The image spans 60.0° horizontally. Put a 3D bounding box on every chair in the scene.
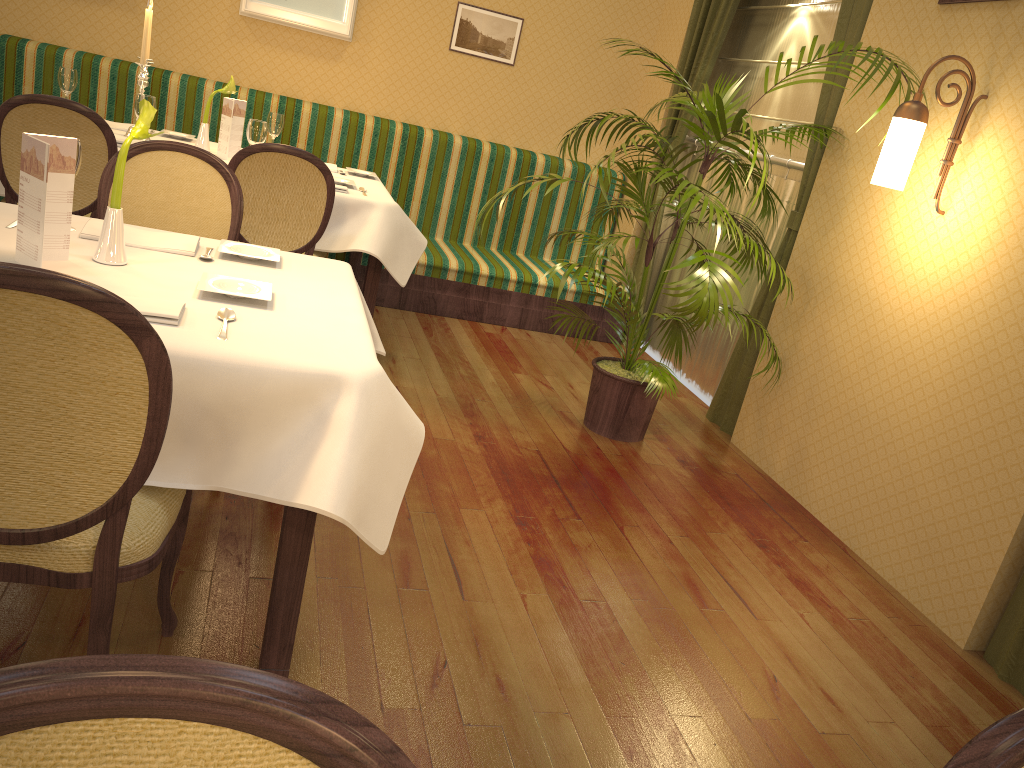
[{"bbox_3d":[-1.068,-0.597,3.898,0.530,0.955,0.571,8,18,-17],"label":"chair"},{"bbox_3d":[-1.874,-0.722,3.685,0.530,0.955,0.571,8,18,-17],"label":"chair"},{"bbox_3d":[-0.255,0.708,0.436,0.530,0.955,0.571,8,18,-17],"label":"chair"},{"bbox_3d":[-1.102,-0.239,2.755,0.530,0.955,0.571,8,18,-17],"label":"chair"},{"bbox_3d":[-0.867,0.185,1.611,0.530,0.955,0.571,8,18,-17],"label":"chair"},{"bbox_3d":[0.478,0.811,0.659,0.530,0.955,0.571,8,18,-17],"label":"chair"}]

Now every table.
[{"bbox_3d":[-0.967,0.093,2.142,1.395,0.759,1.389,9,18,-15],"label":"table"},{"bbox_3d":[-1.516,-0.744,4.343,2.152,0.759,1.385,8,18,-17],"label":"table"}]

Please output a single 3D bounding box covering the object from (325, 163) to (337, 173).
[{"bbox_3d":[-1.060,-1.160,4.672,0.273,0.033,0.142,8,18,-17],"label":"object"}]

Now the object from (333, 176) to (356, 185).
[{"bbox_3d":[-0.835,-0.969,4.252,0.160,0.024,0.160,8,18,-17],"label":"object"}]

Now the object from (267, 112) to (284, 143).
[{"bbox_3d":[-1.235,-1.285,4.593,0.088,0.229,0.088,23,20,29],"label":"object"}]

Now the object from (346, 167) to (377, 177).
[{"bbox_3d":[-0.813,-1.132,4.778,0.160,0.024,0.160,8,18,-17],"label":"object"}]

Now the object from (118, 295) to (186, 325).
[{"bbox_3d":[-0.804,-0.165,1.775,0.273,0.024,0.142,8,18,-17],"label":"object"}]

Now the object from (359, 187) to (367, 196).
[{"bbox_3d":[-0.698,-0.903,4.163,0.038,0.015,0.181,9,18,-15],"label":"object"}]

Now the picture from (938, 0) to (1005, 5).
[{"bbox_3d":[1.723,-1.649,3.066,0.022,0.619,0.412,8,18,-17],"label":"picture"}]

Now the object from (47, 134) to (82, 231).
[{"bbox_3d":[-1.141,-0.508,2.241,0.088,0.229,0.088,23,20,29],"label":"object"}]

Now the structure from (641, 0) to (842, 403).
[{"bbox_3d":[1.520,-2.112,4.569,0.123,4.511,1.942,8,18,-17],"label":"structure"}]

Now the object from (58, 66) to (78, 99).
[{"bbox_3d":[-2.166,-1.418,4.314,0.088,0.229,0.088,23,20,29],"label":"object"}]

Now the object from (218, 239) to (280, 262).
[{"bbox_3d":[-0.718,-0.355,2.426,0.160,0.024,0.160,8,18,-17],"label":"object"}]

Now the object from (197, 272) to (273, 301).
[{"bbox_3d":[-0.638,-0.215,2.049,0.160,0.024,0.160,8,18,-17],"label":"object"}]

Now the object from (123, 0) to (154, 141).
[{"bbox_3d":[-1.701,-1.464,4.102,0.131,0.655,0.390,10,18,-11],"label":"object"}]

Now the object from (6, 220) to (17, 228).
[{"bbox_3d":[-1.243,-0.415,2.242,0.017,0.010,0.185,8,18,-16],"label":"object"}]

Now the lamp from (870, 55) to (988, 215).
[{"bbox_3d":[1.447,-0.874,3.081,0.323,0.513,0.114,4,20,-27],"label":"lamp"}]

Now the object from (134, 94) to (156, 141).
[{"bbox_3d":[-1.605,-1.141,3.867,0.088,0.229,0.088,23,20,29],"label":"object"}]

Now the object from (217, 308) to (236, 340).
[{"bbox_3d":[-0.590,-0.124,1.815,0.038,0.015,0.181,9,18,-15],"label":"object"}]

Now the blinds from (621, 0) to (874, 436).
[{"bbox_3d":[1.415,-2.138,4.531,0.225,4.537,1.934,8,18,-18],"label":"blinds"}]

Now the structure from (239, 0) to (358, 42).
[{"bbox_3d":[-0.986,-3.553,4.964,0.670,2.985,0.200,8,18,-17],"label":"structure"}]

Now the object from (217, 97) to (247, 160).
[{"bbox_3d":[-1.343,-1.209,4.203,0.081,0.277,0.166,13,17,-1],"label":"object"}]

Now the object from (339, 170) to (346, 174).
[{"bbox_3d":[-0.900,-1.126,4.708,0.038,0.015,0.181,9,18,-15],"label":"object"}]

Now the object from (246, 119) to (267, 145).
[{"bbox_3d":[-1.143,-1.054,3.941,0.088,0.229,0.088,23,20,29],"label":"object"}]

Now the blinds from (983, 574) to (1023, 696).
[{"bbox_3d":[2.207,-0.924,1.336,0.129,4.537,1.878,8,18,-17],"label":"blinds"}]

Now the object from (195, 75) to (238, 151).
[{"bbox_3d":[-1.427,-1.308,4.275,0.163,0.375,0.076,3,20,-29],"label":"object"}]

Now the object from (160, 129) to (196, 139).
[{"bbox_3d":[-1.705,-1.264,4.524,0.160,0.024,0.160,8,18,-17],"label":"object"}]

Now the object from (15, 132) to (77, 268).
[{"bbox_3d":[-1.007,-0.387,1.890,0.081,0.277,0.166,10,18,-11],"label":"object"}]

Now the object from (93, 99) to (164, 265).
[{"bbox_3d":[-0.896,-0.472,2.068,0.076,0.375,0.163,15,17,4],"label":"object"}]

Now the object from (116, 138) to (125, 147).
[{"bbox_3d":[-1.802,-1.065,3.822,0.273,0.033,0.142,8,18,-17],"label":"object"}]

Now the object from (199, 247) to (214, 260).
[{"bbox_3d":[-0.806,-0.349,2.356,0.038,0.015,0.181,9,18,-15],"label":"object"}]

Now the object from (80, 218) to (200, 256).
[{"bbox_3d":[-0.966,-0.383,2.320,0.273,0.033,0.142,8,18,-17],"label":"object"}]

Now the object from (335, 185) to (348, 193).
[{"bbox_3d":[-0.892,-0.916,4.050,0.273,0.024,0.142,8,18,-17],"label":"object"}]

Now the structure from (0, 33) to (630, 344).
[{"bbox_3d":[-6.159,-1.838,3.862,14.516,1.031,0.850,8,18,-17],"label":"structure"}]

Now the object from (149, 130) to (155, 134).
[{"bbox_3d":[-1.815,-1.259,4.448,0.017,0.010,0.185,8,18,-16],"label":"object"}]

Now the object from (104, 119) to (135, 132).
[{"bbox_3d":[-1.971,-1.277,4.358,0.273,0.033,0.142,8,18,-17],"label":"object"}]

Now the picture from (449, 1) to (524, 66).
[{"bbox_3d":[-0.162,-2.230,5.655,0.437,0.294,0.008,8,18,-17],"label":"picture"}]

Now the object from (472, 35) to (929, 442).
[{"bbox_3d":[0.707,-0.586,3.780,1.552,1.807,1.496,1,21,-35],"label":"object"}]
